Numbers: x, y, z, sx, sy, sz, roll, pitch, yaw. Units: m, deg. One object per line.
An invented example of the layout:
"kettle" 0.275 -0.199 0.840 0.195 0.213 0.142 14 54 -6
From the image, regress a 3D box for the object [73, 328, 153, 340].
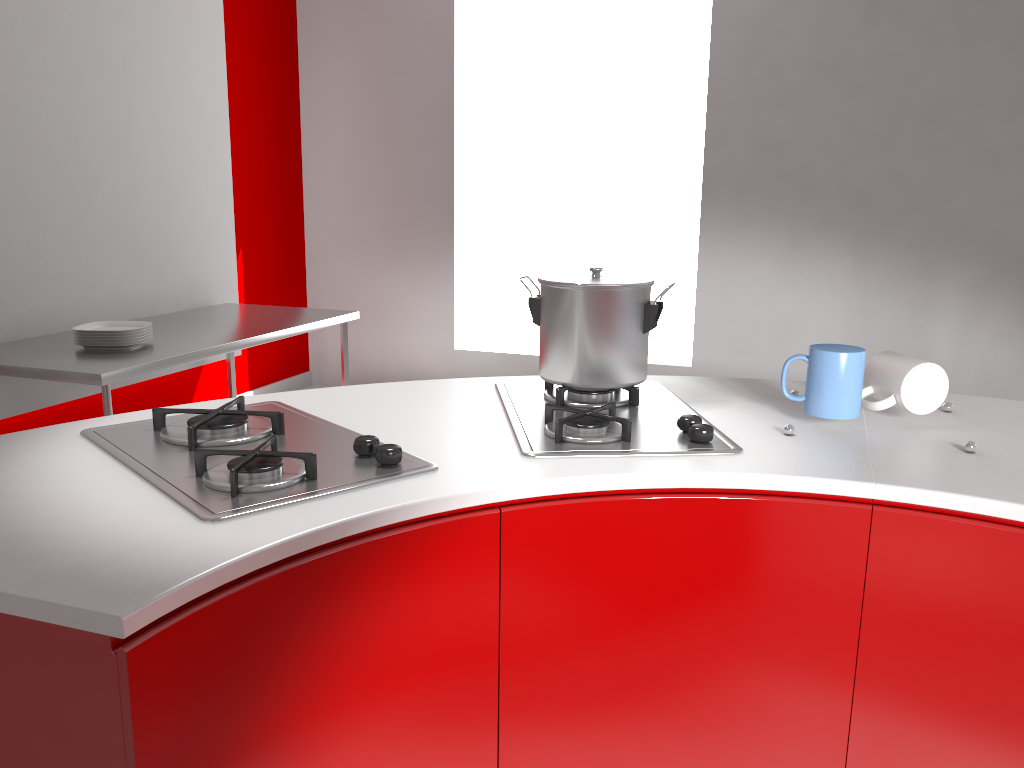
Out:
"object" -1.368 -0.171 3.048 0.228 0.020 0.228 1 12 1

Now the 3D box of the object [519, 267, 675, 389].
"object" 0.135 -0.099 1.456 0.218 0.185 0.189 -3 13 -18

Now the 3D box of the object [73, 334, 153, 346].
"object" -1.368 -0.151 3.052 0.228 0.020 0.228 1 12 1

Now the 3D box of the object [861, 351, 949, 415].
"object" 0.589 -0.003 1.360 0.109 0.080 0.100 -2 12 -11

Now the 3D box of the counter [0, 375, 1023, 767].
"counter" 0.590 0.676 0.593 1.868 0.880 2.865 -8 15 -36

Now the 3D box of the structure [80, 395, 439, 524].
"structure" -0.347 0.070 1.167 0.303 0.037 0.457 -10 16 -40

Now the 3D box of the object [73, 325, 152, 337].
"object" -1.368 -0.181 3.046 0.228 0.020 0.228 1 12 1

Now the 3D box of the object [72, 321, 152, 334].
"object" -1.368 -0.191 3.044 0.228 0.020 0.228 1 12 1

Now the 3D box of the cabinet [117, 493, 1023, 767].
"cabinet" 0.462 0.694 0.351 1.025 0.761 1.875 -5 13 -25

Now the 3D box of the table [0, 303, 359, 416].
"table" -1.277 0.118 3.524 0.749 0.682 1.627 5 13 20

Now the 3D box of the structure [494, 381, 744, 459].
"structure" 0.141 0.030 1.383 0.303 0.037 0.457 0 12 -6

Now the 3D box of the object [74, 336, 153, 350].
"object" -1.369 -0.141 3.054 0.228 0.020 0.228 1 12 1

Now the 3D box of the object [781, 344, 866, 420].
"object" 0.465 -0.004 1.318 0.109 0.100 0.080 -1 12 -8

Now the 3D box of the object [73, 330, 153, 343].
"object" -1.368 -0.161 3.050 0.228 0.020 0.228 1 12 1
